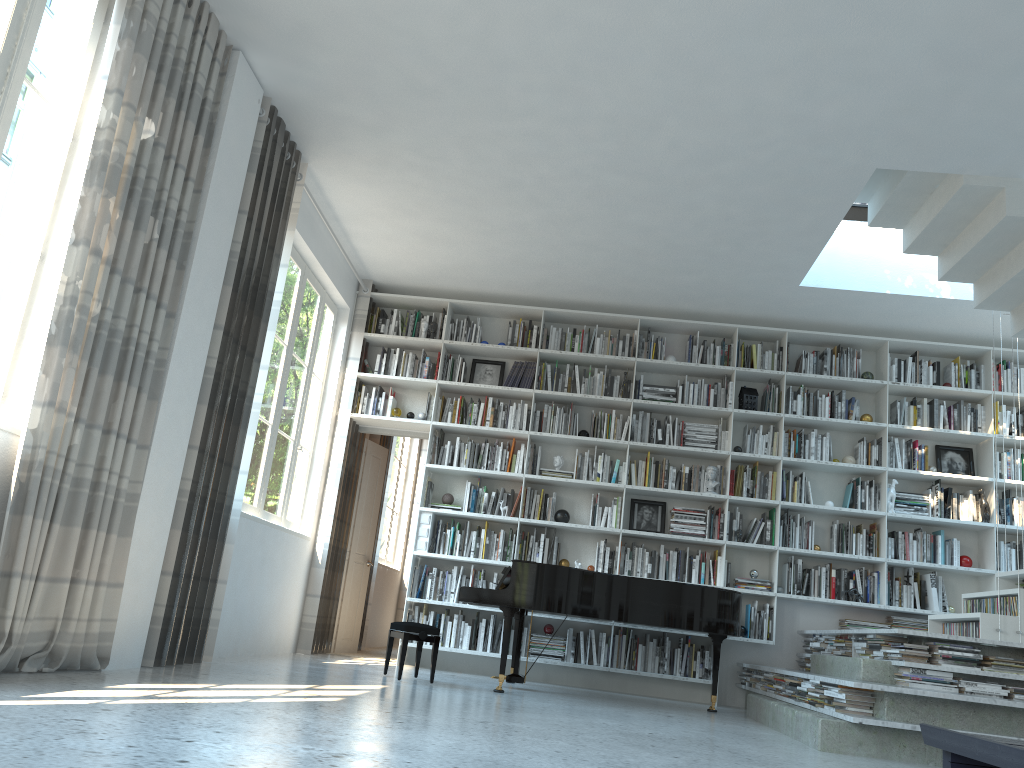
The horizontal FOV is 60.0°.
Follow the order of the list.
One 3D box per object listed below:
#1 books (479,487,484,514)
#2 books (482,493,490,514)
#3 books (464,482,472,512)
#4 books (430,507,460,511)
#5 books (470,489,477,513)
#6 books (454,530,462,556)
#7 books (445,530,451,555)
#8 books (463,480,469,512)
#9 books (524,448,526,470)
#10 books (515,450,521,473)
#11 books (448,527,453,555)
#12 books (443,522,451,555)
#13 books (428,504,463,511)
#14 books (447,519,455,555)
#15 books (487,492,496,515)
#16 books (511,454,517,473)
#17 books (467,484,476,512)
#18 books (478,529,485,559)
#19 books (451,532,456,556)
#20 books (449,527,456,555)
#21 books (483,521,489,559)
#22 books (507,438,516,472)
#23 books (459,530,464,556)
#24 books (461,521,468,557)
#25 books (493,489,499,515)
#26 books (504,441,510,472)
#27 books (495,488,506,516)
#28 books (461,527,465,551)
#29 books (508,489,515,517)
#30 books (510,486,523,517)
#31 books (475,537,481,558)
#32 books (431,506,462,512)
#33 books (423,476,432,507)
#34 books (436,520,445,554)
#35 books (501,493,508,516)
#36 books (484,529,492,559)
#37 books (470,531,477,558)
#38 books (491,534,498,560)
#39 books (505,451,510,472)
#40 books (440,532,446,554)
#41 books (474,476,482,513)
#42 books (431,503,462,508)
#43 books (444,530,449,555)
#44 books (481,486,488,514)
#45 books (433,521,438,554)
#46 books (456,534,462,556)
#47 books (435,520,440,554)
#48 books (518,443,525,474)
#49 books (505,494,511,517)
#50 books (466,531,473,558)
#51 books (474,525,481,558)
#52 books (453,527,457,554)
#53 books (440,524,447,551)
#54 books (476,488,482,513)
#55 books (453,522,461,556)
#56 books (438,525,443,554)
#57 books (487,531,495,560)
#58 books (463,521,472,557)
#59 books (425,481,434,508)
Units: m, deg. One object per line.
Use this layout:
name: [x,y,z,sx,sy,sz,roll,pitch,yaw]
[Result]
books: [-0.251,1.010,7.574,0.022,0.248,0.129,6,-15,5]
books: [-0.220,1.033,7.534,0.029,0.189,0.189,6,-15,5]
books: [-0.374,0.984,7.578,0.024,0.272,0.151,6,-15,5]
books: [-0.560,1.083,7.573,0.254,0.012,0.161,5,-15,6]
books: [-0.322,1.014,7.544,0.029,0.207,0.190,6,-15,5]
books: [-0.455,1.354,7.472,0.015,0.218,0.190,6,-15,5]
books: [-0.530,1.348,7.480,0.015,0.216,0.180,6,-15,5]
books: [-0.391,0.976,7.582,0.012,0.284,0.160,6,-15,5]
books: [0.113,0.685,7.640,0.036,0.257,0.123,6,-15,5]
books: [0.050,0.694,7.636,0.031,0.223,0.145,6,-15,5]
books: [-0.508,1.339,7.488,0.014,0.242,0.171,6,-15,5]
books: [-0.552,1.317,7.496,0.008,0.279,0.165,6,-15,5]
books: [-0.557,1.058,7.573,0.285,0.012,0.160,4,-15,9]
books: [-0.513,1.304,7.500,0.006,0.314,0.146,6,-15,5]
books: [-0.174,1.035,7.565,0.056,0.213,0.143,6,-15,5]
books: [0.018,0.711,7.633,0.030,0.183,0.152,6,-15,5]
books: [-0.347,0.997,7.581,0.031,0.254,0.143,6,-15,5]
books: [-0.247,1.359,7.467,0.026,0.253,0.177,6,-15,5]
books: [-0.485,1.362,7.499,0.016,0.210,0.146,6,-15,5]
books: [-0.497,1.336,7.474,0.009,0.244,0.185,6,-15,5]
books: [-0.222,1.328,7.471,0.021,0.322,0.172,6,-15,5]
books: [-0.006,0.638,7.651,0.035,0.324,0.170,6,-15,5]
books: [-0.421,1.359,7.500,0.016,0.230,0.136,6,-15,5]
books: [-0.393,1.319,7.473,0.019,0.299,0.180,6,-15,5]
books: [-0.138,1.025,7.565,0.013,0.241,0.141,6,-15,5]
books: [-0.045,0.654,7.664,0.015,0.292,0.144,6,-15,5]
books: [-0.102,1.018,7.550,0.060,0.254,0.159,6,-15,5]
books: [-0.404,1.328,7.509,0.009,0.298,0.141,6,-15,5]
books: [-0.005,1.031,7.546,0.021,0.250,0.154,6,-15,5]
books: [0.045,1.013,7.506,0.082,0.275,0.229,6,-15,5]
books: [-0.279,1.389,7.450,0.029,0.181,0.190,6,-15,5]
books: [-0.559,1.070,7.572,0.254,0.012,0.161,6,-15,2]
books: [-0.727,0.947,7.624,0.012,0.284,0.160,6,-15,5]
books: [-0.609,1.306,7.510,0.014,0.293,0.172,6,-15,5]
books: [-0.061,1.043,7.533,0.030,0.207,0.173,6,-15,5]
books: [-0.201,1.358,7.453,0.028,0.260,0.181,6,-15,5]
books: [-0.317,1.364,7.470,0.027,0.229,0.159,6,-15,5]
books: [-0.148,1.383,7.463,0.025,0.228,0.153,6,-15,5]
books: [-0.038,0.694,7.637,0.013,0.203,0.162,6,-15,5]
books: [-0.571,1.353,7.466,0.019,0.189,0.194,6,-15,5]
books: [-0.293,0.964,7.590,0.011,0.335,0.154,6,-15,5]
books: [-0.555,1.048,7.583,0.254,0.012,0.161,5,-15,6]
books: [-0.544,1.349,7.494,0.015,0.217,0.177,6,-15,5]
books: [-0.236,1.006,7.555,0.011,0.249,0.172,6,-15,5]
books: [-0.636,1.310,7.520,0.008,0.284,0.160,6,-15,5]
books: [-0.441,1.369,7.463,0.016,0.188,0.184,6,-15,5]
books: [-0.624,1.309,7.518,0.016,0.289,0.153,6,-15,5]
books: [0.083,0.669,7.646,0.027,0.285,0.148,6,-15,5]
books: [-0.031,1.048,7.540,0.027,0.209,0.144,6,-15,5]
books: [-0.351,1.365,7.490,0.045,0.229,0.138,6,-15,5]
books: [-0.293,1.341,7.473,0.014,0.281,0.150,6,-15,5]
books: [-0.469,1.329,7.498,0.009,0.277,0.158,6,-15,5]
books: [-0.579,1.321,7.492,0.007,0.263,0.177,6,-15,5]
books: [-0.278,1.018,7.581,0.030,0.231,0.148,6,-15,5]
books: [-0.462,1.319,7.476,0.007,0.285,0.182,6,-15,5]
books: [-0.593,1.328,7.512,0.022,0.256,0.142,6,-15,5]
books: [-0.174,1.367,7.454,0.028,0.248,0.159,6,-15,5]
books: [-0.376,1.321,7.484,0.012,0.305,0.190,6,-15,5]
books: [-0.711,0.966,7.607,0.028,0.242,0.157,6,-15,5]
